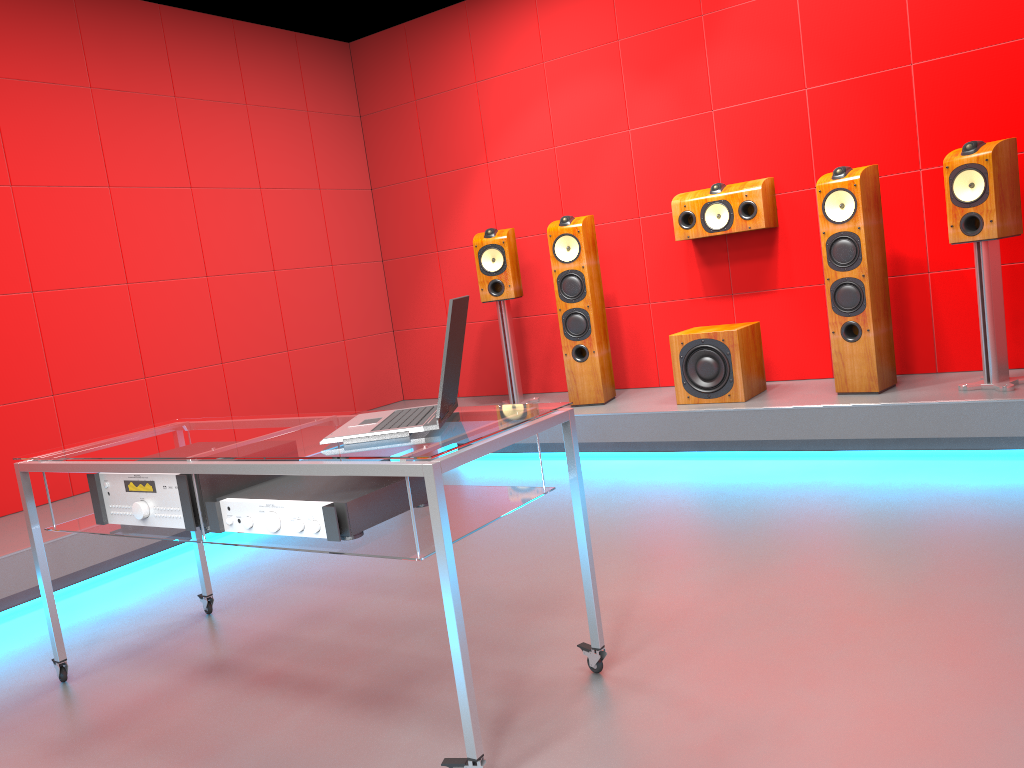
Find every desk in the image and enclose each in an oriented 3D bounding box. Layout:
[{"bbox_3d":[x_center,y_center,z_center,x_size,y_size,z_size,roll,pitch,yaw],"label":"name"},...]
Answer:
[{"bbox_3d":[-0.619,0.469,2.394,1.617,0.690,0.594,-3,8,34],"label":"desk"}]

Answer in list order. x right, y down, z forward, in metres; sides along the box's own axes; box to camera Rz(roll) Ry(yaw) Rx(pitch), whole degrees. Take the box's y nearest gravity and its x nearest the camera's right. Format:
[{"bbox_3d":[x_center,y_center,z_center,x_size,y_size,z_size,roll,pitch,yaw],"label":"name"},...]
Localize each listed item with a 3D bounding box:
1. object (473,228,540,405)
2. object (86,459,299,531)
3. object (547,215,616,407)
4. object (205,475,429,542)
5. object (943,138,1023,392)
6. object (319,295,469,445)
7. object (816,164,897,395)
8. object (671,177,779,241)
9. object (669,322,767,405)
[{"bbox_3d":[-0.040,-0.389,5.242,0.231,1.058,0.265,-6,7,14],"label":"object"},{"bbox_3d":[-0.868,0.280,2.440,0.431,0.158,0.371,-3,8,34],"label":"object"},{"bbox_3d":[0.388,-0.411,4.953,0.203,1.052,0.238,-5,7,24],"label":"object"},{"bbox_3d":[-0.454,0.288,2.171,0.435,0.092,0.365,-3,8,34],"label":"object"},{"bbox_3d":[2.053,-0.512,3.824,0.265,1.058,0.231,-13,8,-35],"label":"object"},{"bbox_3d":[-0.267,-0.042,2.103,0.340,0.285,0.342,-7,7,4],"label":"object"},{"bbox_3d":[1.612,-0.487,4.151,0.203,1.052,0.238,-1,9,44],"label":"object"},{"bbox_3d":[1.131,-0.937,4.740,0.493,0.271,0.235,-3,8,34],"label":"object"},{"bbox_3d":[1.062,-0.108,4.566,0.360,0.360,0.360,-3,8,34],"label":"object"}]
